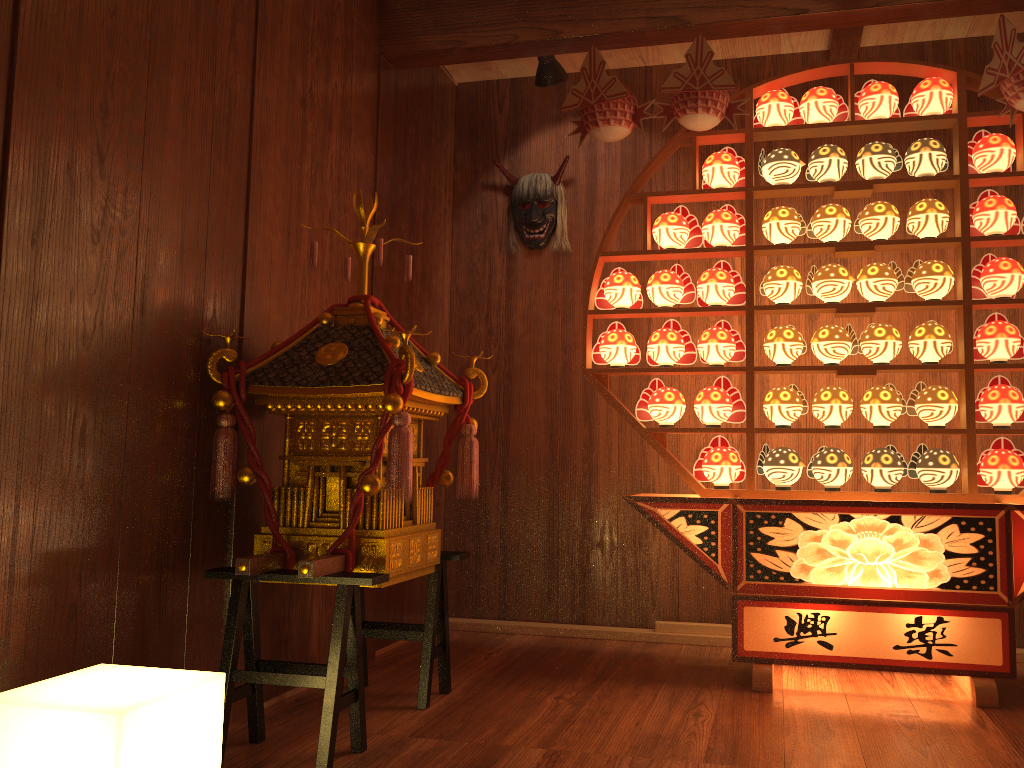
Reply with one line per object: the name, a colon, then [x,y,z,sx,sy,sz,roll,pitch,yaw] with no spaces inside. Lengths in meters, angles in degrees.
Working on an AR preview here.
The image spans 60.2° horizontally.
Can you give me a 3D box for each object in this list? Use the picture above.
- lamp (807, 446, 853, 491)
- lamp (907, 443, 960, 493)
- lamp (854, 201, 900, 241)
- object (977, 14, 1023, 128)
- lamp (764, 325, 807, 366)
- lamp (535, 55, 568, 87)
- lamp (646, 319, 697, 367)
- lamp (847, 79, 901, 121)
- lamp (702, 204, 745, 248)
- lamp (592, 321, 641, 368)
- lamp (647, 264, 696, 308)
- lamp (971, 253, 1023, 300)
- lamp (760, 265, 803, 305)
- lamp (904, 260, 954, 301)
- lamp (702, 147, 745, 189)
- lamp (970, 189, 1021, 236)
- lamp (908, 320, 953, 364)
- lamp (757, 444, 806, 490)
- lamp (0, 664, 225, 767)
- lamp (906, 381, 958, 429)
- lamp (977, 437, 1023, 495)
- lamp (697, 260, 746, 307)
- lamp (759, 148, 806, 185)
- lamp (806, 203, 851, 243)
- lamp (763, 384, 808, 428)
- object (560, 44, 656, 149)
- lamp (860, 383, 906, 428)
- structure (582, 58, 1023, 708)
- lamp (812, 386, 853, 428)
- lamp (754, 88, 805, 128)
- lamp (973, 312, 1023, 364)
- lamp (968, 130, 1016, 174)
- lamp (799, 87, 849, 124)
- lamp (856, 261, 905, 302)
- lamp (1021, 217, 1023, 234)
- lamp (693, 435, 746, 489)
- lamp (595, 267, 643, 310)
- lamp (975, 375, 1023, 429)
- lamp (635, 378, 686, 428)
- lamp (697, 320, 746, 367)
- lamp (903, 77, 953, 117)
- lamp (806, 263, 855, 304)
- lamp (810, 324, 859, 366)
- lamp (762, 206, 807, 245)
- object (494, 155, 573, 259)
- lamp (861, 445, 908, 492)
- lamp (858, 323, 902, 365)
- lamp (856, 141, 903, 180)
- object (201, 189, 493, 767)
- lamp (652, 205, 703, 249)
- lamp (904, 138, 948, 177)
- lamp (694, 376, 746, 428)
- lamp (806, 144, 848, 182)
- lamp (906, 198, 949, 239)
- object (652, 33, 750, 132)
lamp: [1.131,0.297,3.114,0.140,0.161,0.156,1,-5,-5]
lamp: [1.470,0.289,3.039,0.143,0.173,0.153,3,-6,-20]
lamp: [1.315,-0.584,3.156,0.140,0.167,0.156,1,-5,-4]
object: [1.689,-1.030,2.858,0.243,0.314,0.361,2,-5,-7]
lamp: [0.977,-0.143,3.193,0.135,0.167,0.162,-3,-6,35]
lamp: [0.160,-1.281,3.571,0.135,0.176,0.175,1,-5,1]
lamp: [0.571,-0.156,3.289,0.195,0.200,0.161,-1,-6,25]
lamp: [1.327,-1.039,3.196,0.199,0.200,0.158,1,-5,5]
lamp: [0.774,-0.594,3.284,0.184,0.195,0.162,-2,-6,30]
lamp: [0.400,-0.152,3.329,0.189,0.195,0.157,1,-5,0]
lamp: [0.569,-0.371,3.313,0.175,0.191,0.162,-4,-7,45]
lamp: [1.695,-0.377,3.047,0.191,0.187,0.156,1,-5,-5]
lamp: [0.986,-0.362,3.208,0.140,0.167,0.156,1,-5,-4]
lamp: [1.481,-0.369,3.098,0.142,0.173,0.154,2,-5,-15]
lamp: [0.779,-0.815,3.304,0.194,0.200,0.162,-2,-6,30]
lamp: [1.678,-0.603,3.071,0.197,0.200,0.160,0,-5,15]
lamp: [1.454,-0.149,3.080,0.135,0.173,0.161,-2,-6,30]
lamp: [0.975,0.295,3.155,0.144,0.167,0.151,6,-7,-45]
lamp: [-0.729,0.700,1.582,0.276,0.315,0.285,0,-5,15]
lamp: [1.473,0.070,3.056,0.143,0.173,0.153,3,-6,-20]
lamp: [1.660,0.275,2.994,0.189,0.197,0.162,-2,-6,30]
lamp: [0.751,-0.377,3.268,0.194,0.200,0.162,-2,-6,30]
lamp: [1.004,-0.800,3.262,0.152,0.167,0.143,-2,-6,30]
lamp: [1.156,-0.580,3.193,0.140,0.161,0.156,1,-5,-5]
lamp: [0.969,0.077,3.176,0.162,0.167,0.134,6,-7,-44]
object: [0.346,-1.023,3.171,0.353,0.311,0.246,-4,-7,40]
lamp: [1.291,0.074,3.100,0.162,0.167,0.134,6,-7,-44]
structure: [1.217,-0.074,3.132,1.930,2.195,0.498,0,-5,13]
lamp: [1.136,0.078,3.132,0.137,0.161,0.159,0,-5,15]
lamp: [0.974,-1.036,3.279,0.195,0.200,0.161,-1,-6,25]
lamp: [1.667,-0.162,3.031,0.184,0.195,0.161,-1,-6,25]
lamp: [1.689,-0.822,3.091,0.200,0.200,0.157,1,-5,0]
lamp: [1.122,-1.027,3.248,0.162,0.179,0.164,6,-7,-44]
lamp: [1.294,-0.363,3.151,0.160,0.167,0.136,3,-6,-20]
lamp: [1.849,-0.602,3.032,0.184,0.195,0.162,-2,-6,30]
lamp: [0.761,0.282,3.205,0.194,0.197,0.158,1,-5,5]
lamp: [0.419,-0.367,3.346,0.191,0.187,0.156,1,-5,-5]
lamp: [1.666,0.058,3.010,0.181,0.194,0.161,-1,-6,25]
lamp: [0.577,0.067,3.272,0.191,0.194,0.153,3,-6,-25]
lamp: [0.749,-0.153,3.247,0.177,0.192,0.162,-2,-6,30]
lamp: [1.499,-1.034,3.155,0.185,0.188,0.160,-1,-6,20]
lamp: [1.159,-0.360,3.176,0.144,0.161,0.151,6,-7,-45]
lamp: [1.134,-0.140,3.163,0.159,0.161,0.137,2,-5,-10]
lamp: [0.982,-0.581,3.237,0.162,0.167,0.134,6,-7,-44]
object: [0.104,-0.787,4.009,0.358,0.453,0.140,0,-5,14]
lamp: [1.287,0.293,3.080,0.162,0.167,0.134,6,-7,-44]
lamp: [1.303,-0.145,3.116,0.139,0.167,0.157,1,-5,0]
lamp: [1.306,-0.803,3.185,0.162,0.167,0.135,5,-6,-35]
object: [-0.446,0.190,2.524,0.597,1.514,0.822,0,-5,16]
lamp: [0.594,-0.594,3.330,0.193,0.200,0.162,-3,-7,40]
lamp: [1.468,-0.807,3.141,0.135,0.173,0.161,-2,-6,30]
lamp: [0.731,0.062,3.229,0.193,0.200,0.162,-3,-7,40]
lamp: [1.151,-0.799,3.215,0.138,0.161,0.158,0,-5,5]
lamp: [1.468,-0.588,3.119,0.136,0.173,0.160,-1,-6,20]
object: [0.660,-1.034,3.105,0.342,0.306,0.219,0,-5,14]
